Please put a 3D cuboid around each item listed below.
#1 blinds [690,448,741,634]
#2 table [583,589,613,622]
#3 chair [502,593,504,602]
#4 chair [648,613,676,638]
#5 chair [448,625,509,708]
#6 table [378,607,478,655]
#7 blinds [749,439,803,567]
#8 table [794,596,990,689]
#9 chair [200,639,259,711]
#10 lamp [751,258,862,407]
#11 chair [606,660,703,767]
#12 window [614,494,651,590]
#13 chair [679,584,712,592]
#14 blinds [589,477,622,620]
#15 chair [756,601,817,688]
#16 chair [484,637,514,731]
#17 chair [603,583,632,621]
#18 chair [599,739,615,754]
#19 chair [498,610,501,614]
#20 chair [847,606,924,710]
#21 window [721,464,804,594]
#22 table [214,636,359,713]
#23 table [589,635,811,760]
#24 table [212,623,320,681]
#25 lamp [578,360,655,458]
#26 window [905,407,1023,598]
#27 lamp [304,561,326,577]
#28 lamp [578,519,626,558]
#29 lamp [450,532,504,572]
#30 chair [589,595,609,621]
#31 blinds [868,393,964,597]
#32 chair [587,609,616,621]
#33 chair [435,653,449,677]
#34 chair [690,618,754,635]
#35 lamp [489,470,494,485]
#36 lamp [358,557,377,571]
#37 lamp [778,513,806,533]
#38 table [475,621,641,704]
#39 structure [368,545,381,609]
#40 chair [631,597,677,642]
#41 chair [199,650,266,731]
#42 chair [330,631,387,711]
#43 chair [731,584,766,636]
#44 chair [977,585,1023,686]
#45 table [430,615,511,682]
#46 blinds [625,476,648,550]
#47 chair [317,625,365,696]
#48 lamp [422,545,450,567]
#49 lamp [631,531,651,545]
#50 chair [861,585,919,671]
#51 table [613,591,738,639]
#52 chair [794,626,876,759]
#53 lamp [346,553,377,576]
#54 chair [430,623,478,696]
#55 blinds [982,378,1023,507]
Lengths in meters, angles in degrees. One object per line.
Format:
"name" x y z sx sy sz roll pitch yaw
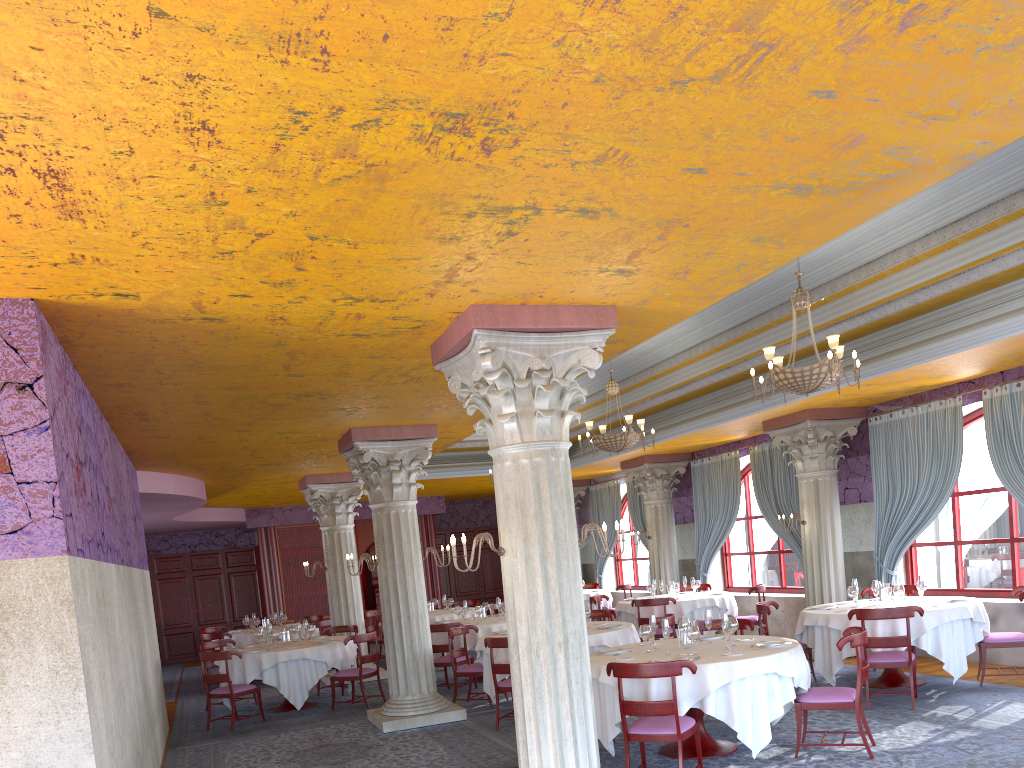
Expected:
"blinds" 3.937 3.092 16.324 0.242 3.552 1.709 -7 2 -20
"table" 1.252 5.244 19.479 2.065 0.957 2.132 -3 -9 -19
"chair" 0.146 5.399 19.998 0.652 1.100 0.740 -5 -1 25
"chair" 1.722 3.403 10.543 0.652 1.100 0.740 -5 -1 25
"chair" -0.487 3.820 11.592 0.652 1.100 0.740 -5 -1 25
"table" -1.549 5.043 17.069 2.065 0.957 2.132 -3 -9 -19
"blinds" 4.619 2.658 14.436 0.242 3.553 1.711 -7 2 -22
"table" 4.564 3.138 10.320 2.065 0.957 2.132 -3 -9 -19
"chair" -4.450 4.553 13.395 0.652 1.100 0.740 -5 -1 25
"lamp" 2.748 -0.951 8.179 0.967 2.197 0.943 -5 2 25
"chair" 1.192 2.752 6.947 0.755 1.101 0.638 -6 0 25
"window" 3.235 3.559 20.025 0.158 2.555 3.627 -7 -5 -21
"chair" 3.393 4.322 16.079 0.755 1.101 0.638 -6 0 25
"blinds" 2.340 4.108 20.741 0.242 3.552 1.709 -7 2 -20
"chair" 3.458 3.294 10.839 0.652 1.100 0.740 -5 -1 25
"chair" 0.101 3.446 9.964 0.755 1.101 0.638 -6 0 25
"chair" 2.356 4.982 18.948 0.652 1.100 0.740 -5 -1 25
"chair" 0.604 3.126 8.575 0.652 1.100 0.740 -5 -1 25
"chair" 0.093 4.438 15.047 0.755 1.101 0.638 -6 0 25
"chair" 4.046 2.919 9.211 0.755 1.101 0.638 -6 0 25
"window" 4.852 2.531 15.552 0.158 2.555 3.627 -7 -5 -21
"table" -3.344 4.398 12.876 2.065 0.957 2.132 -3 -9 -19
"table" 1.710 2.971 8.056 2.065 0.957 2.132 -3 -9 -19
"table" -4.793 5.319 16.884 2.065 0.957 2.132 -3 -9 -19
"lamp" 1.387 -0.086 11.940 0.967 2.197 0.943 -5 2 25
"window" 6.471 1.501 11.076 0.158 2.555 3.627 -7 -5 -21
"lamp" -3.492 3.267 15.124 0.378 0.275 0.346 -2 -6 -33
"lamp" 0.663 1.170 6.422 0.378 0.275 0.346 -2 -6 -33
"lamp" -0.266 1.216 6.201 0.378 0.275 0.346 -2 -6 -33
"chair" 1.772 4.365 15.500 0.652 1.100 0.740 -5 -1 25
"blinds" 5.571 2.053 11.805 0.242 3.552 1.709 -7 2 -20
"chair" 1.133 3.777 12.171 0.755 1.101 0.638 -6 0 25
"chair" -1.528 4.482 14.469 0.652 1.100 0.740 -5 -1 25
"chair" 2.224 3.083 9.153 0.755 1.101 0.638 -6 0 25
"lamp" 0.049 0.765 15.641 0.967 2.197 0.943 -5 2 25
"lamp" -2.579 3.231 15.388 0.378 0.275 0.346 -2 -6 -33
"lamp" 4.198 2.084 12.850 0.378 0.275 0.346 -2 -6 -33
"table" 0.619 3.665 11.073 2.065 0.957 2.132 -3 -9 -19
"structure" -3.183 5.001 22.394 0.956 1.865 0.641 -6 2 -20
"chair" 2.361 3.991 13.872 0.755 1.101 0.638 -6 0 25
"chair" -3.861 4.179 11.767 0.755 1.101 0.638 -6 0 25
"chair" -2.240 4.136 12.345 0.652 1.100 0.740 -5 -1 25
"chair" 3.982 3.948 14.451 0.652 1.100 0.740 -5 -1 25
"chair" 5.667 2.876 9.789 0.652 1.100 0.740 -5 -1 25
"table" -0.421 4.326 13.950 2.065 0.957 2.132 -3 -9 -19
"blinds" 3.022 3.673 18.852 0.242 3.553 1.711 -7 2 -22
"chair" -2.829 4.510 13.973 0.755 1.101 0.638 -6 0 25
"lamp" -0.956 2.199 10.900 0.378 0.275 0.346 -2 -6 -33
"lamp" 2.591 3.106 17.295 0.378 0.275 0.346 -2 -6 -33
"chair" 5.078 3.251 11.417 0.755 1.101 0.638 -6 0 25
"table" 2.878 4.210 14.981 2.065 0.957 2.132 -3 -9 -19
"chair" 2.813 2.709 7.525 0.652 1.100 0.740 -5 -1 25
"lamp" -1.885 2.245 10.679 0.378 0.275 0.346 -2 -6 -33
"chair" -0.939 4.107 12.841 0.755 1.101 0.638 -6 0 25
"blinds" 6.253 1.619 9.917 0.242 3.553 1.711 -7 2 -22
